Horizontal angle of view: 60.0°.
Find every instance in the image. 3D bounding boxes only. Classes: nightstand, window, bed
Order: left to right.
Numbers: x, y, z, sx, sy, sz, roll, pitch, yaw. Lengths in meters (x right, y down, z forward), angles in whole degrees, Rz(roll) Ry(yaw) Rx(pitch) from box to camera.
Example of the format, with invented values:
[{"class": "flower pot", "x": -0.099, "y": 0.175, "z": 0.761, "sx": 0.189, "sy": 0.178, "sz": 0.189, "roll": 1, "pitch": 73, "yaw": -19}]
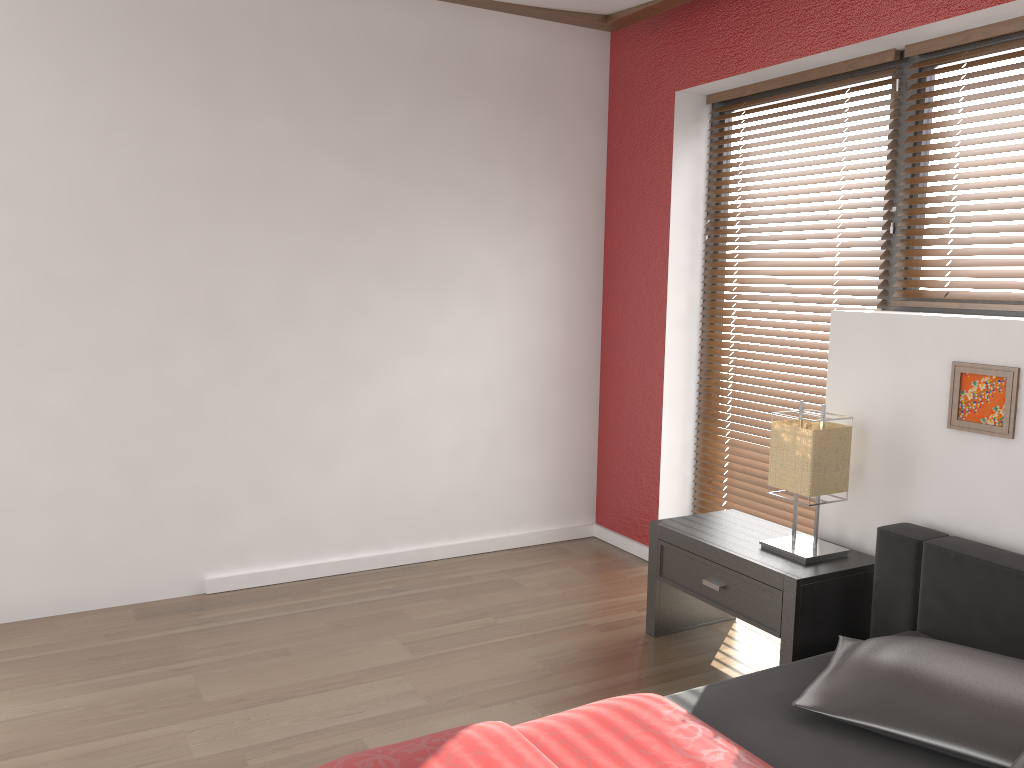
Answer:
[{"class": "nightstand", "x": 0.835, "y": 0.739, "z": 3.035, "sx": 0.413, "sy": 0.423, "sz": 0.700, "roll": -3, "pitch": 8, "yaw": -29}, {"class": "window", "x": 1.146, "y": -0.226, "z": 3.630, "sx": 0.020, "sy": 1.893, "sz": 0.889, "roll": -3, "pitch": 8, "yaw": -29}, {"class": "bed", "x": 0.614, "y": 0.856, "z": 1.376, "sx": 2.413, "sy": 0.577, "sz": 2.469, "roll": -3, "pitch": 8, "yaw": -29}, {"class": "window", "x": 2.104, "y": -0.544, "z": 1.872, "sx": 0.020, "sy": 0.786, "sz": 2.817, "roll": -3, "pitch": 8, "yaw": -29}]

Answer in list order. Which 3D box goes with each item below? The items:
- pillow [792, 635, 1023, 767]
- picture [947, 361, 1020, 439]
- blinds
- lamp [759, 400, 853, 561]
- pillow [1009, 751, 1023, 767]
[{"class": "pillow", "x": 1.044, "y": 0.704, "z": 1.963, "sx": 0.745, "sy": 0.172, "sz": 0.418, "roll": 6, "pitch": 8, "yaw": 36}, {"class": "picture", "x": 1.352, "y": 0.043, "z": 2.549, "sx": 0.010, "sy": 0.200, "sz": 0.200, "roll": -3, "pitch": 8, "yaw": -29}, {"class": "blinds", "x": 2.032, "y": 0.033, "z": 1.911, "sx": 0.032, "sy": 1.952, "sz": 4.840, "roll": -3, "pitch": 8, "yaw": -29}, {"class": "lamp", "x": 0.956, "y": 0.297, "z": 2.862, "sx": 0.200, "sy": 0.480, "sz": 0.200, "roll": -3, "pitch": 8, "yaw": -29}, {"class": "pillow", "x": 1.218, "y": 0.714, "z": 1.470, "sx": 0.386, "sy": 0.241, "sz": 0.744, "roll": -3, "pitch": 8, "yaw": -33}]
